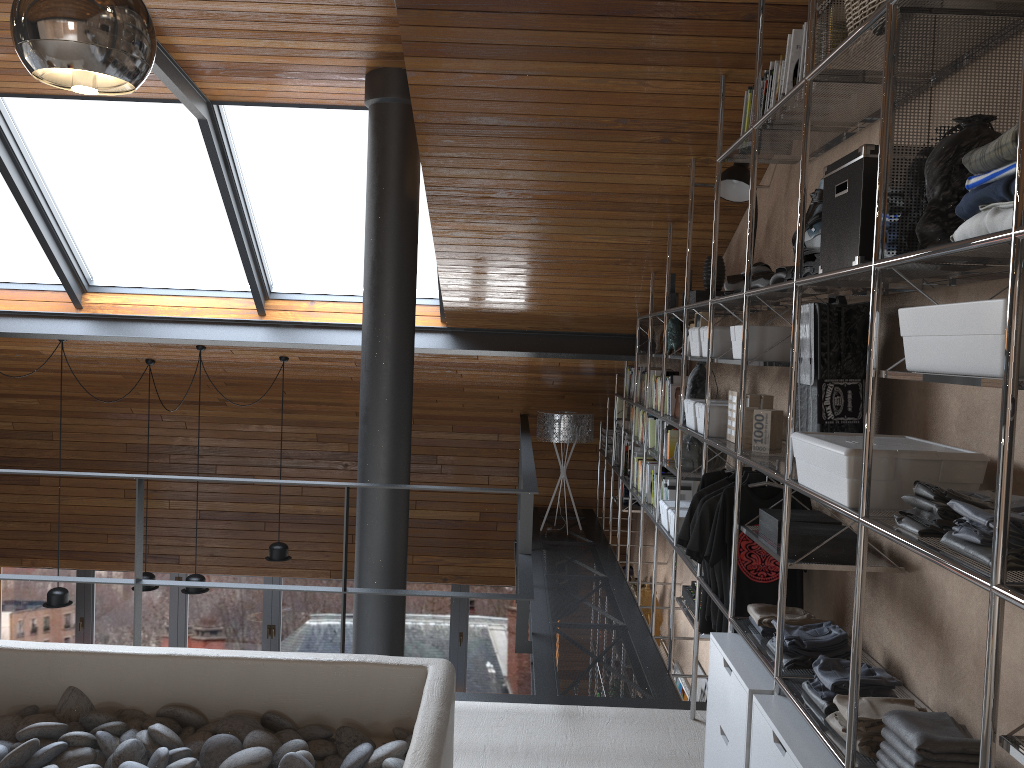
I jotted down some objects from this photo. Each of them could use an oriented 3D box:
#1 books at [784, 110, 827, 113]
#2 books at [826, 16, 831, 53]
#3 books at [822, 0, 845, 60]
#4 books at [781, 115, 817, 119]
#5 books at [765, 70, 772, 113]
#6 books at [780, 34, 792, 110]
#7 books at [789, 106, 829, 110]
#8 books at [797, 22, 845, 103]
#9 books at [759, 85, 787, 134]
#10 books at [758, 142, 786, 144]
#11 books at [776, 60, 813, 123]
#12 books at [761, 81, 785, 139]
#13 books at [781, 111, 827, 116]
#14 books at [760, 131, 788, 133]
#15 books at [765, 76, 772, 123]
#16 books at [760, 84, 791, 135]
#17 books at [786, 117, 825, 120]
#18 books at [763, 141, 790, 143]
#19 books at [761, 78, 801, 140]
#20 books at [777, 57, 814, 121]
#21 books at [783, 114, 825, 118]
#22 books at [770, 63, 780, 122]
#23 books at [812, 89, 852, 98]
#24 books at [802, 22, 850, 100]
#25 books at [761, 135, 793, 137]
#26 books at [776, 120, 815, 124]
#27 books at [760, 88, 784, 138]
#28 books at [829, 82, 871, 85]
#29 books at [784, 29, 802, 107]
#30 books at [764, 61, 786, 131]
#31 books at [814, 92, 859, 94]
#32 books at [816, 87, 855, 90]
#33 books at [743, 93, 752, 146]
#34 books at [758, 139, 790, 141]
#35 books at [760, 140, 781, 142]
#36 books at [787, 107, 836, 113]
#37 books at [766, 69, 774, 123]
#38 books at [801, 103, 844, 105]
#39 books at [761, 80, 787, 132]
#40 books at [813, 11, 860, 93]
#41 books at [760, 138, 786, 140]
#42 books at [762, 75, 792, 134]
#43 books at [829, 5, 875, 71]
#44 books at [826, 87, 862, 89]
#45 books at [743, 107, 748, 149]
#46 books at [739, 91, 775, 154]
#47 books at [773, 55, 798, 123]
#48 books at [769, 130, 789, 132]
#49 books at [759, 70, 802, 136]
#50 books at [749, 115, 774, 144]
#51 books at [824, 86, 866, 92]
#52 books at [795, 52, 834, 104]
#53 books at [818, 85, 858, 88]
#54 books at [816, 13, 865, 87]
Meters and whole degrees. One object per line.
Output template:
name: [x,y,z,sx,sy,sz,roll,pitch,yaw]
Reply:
books: [0.979,-1.001,2.917,0.149,0.202,0.067,2,2,0]
books: [0.974,-0.969,2.559,0.131,0.181,0.014,2,2,0]
books: [0.967,-0.995,2.570,0.129,0.231,0.010,2,2,0]
books: [0.973,-1.005,2.966,0.117,0.218,0.073,2,2,0]
books: [0.955,-1.002,3.131,0.111,0.194,0.059,2,2,0]
books: [0.962,-1.015,2.897,0.148,0.229,0.073,2,2,0]
books: [0.989,-1.000,2.879,0.170,0.214,0.065,2,2,1]
books: [0.977,-1.003,2.771,0.148,0.233,0.053,2,2,0]
books: [0.957,-0.995,3.198,0.112,0.173,0.054,2,2,0]
books: [0.986,-1.025,3.336,0.129,0.226,0.069,2,2,0]
books: [0.975,-0.996,3.024,0.126,0.194,0.064,2,2,0]
books: [0.969,-1.009,3.267,0.127,0.197,0.063,2,2,0]
books: [0.981,-1.001,2.933,0.155,0.212,0.073,2,2,0]
books: [0.956,-0.994,3.181,0.112,0.174,0.054,2,2,0]
books: [0.957,-0.992,3.126,0.112,0.173,0.054,2,2,0]
books: [0.963,-0.998,3.207,0.117,0.180,0.059,2,2,0]
books: [0.993,-1.027,2.976,0.143,0.264,0.088,2,2,0]
books: [0.989,-1.013,3.329,0.130,0.201,0.063,2,2,0]
books: [0.997,-1.018,3.285,0.177,0.214,0.064,2,2,0]
books: [0.973,-0.999,3.006,0.123,0.201,0.071,2,2,0]
books: [0.985,-0.994,2.955,0.137,0.197,0.063,2,2,0]
books: [0.973,-1.004,3.079,0.131,0.202,0.068,2,2,0]
books: [0.979,-0.985,2.722,0.143,0.199,0.054,2,2,0]
books: [0.982,-1.003,2.749,0.148,0.234,0.033,2,2,0]
books: [0.973,-1.010,3.237,0.125,0.204,0.072,2,2,0]
books: [0.985,-1.009,3.048,0.137,0.213,0.068,2,2,0]
books: [0.963,-0.995,3.258,0.119,0.169,0.058,2,2,0]
books: [0.986,-1.013,2.585,0.143,0.268,0.020,2,2,0]
books: [0.962,-1.013,2.851,0.148,0.229,0.073,2,2,0]
books: [0.963,-1.018,3.140,0.122,0.227,0.076,2,2,0]
books: [0.991,-0.987,2.688,0.148,0.206,0.014,2,2,0]
books: [0.980,-0.970,2.650,0.128,0.176,0.009,2,2,0]
books: [0.989,-1.026,3.463,0.149,0.202,0.067,2,2,0]
books: [0.980,-1.010,3.300,0.139,0.199,0.074,2,2,0]
books: [0.973,-1.011,3.319,0.127,0.197,0.063,2,2,0]
books: [0.988,-1.000,2.889,0.164,0.214,0.066,2,2,1]
books: [0.971,-1.001,3.109,0.138,0.189,0.065,2,2,0]
books: [0.993,-1.010,2.812,0.148,0.229,0.073,2,2,0]
books: [0.953,-0.992,3.171,0.111,0.171,0.056,2,2,0]
books: [0.987,-1.000,2.674,0.148,0.234,0.013,2,2,0]
books: [0.962,-1.010,3.278,0.127,0.197,0.063,2,2,0]
books: [0.962,-1.005,3.186,0.111,0.194,0.059,2,2,0]
books: [0.977,-0.979,2.542,0.129,0.203,0.021,2,2,0]
books: [0.985,-0.997,2.638,0.129,0.231,0.010,2,2,0]
books: [0.982,-1.015,3.478,0.131,0.178,0.057,2,2,0]
books: [0.985,-1.034,3.513,0.148,0.229,0.073,2,2,0]
books: [0.973,-1.008,3.035,0.133,0.215,0.070,2,2,1]
books: [0.962,-0.993,3.161,0.112,0.173,0.054,2,2,0]
books: [0.984,-1.017,3.215,0.161,0.220,0.074,2,2,0]
books: [0.983,-1.031,3.351,0.143,0.233,0.081,2,2,0]
books: [0.997,-0.989,2.661,0.136,0.213,0.014,2,2,0]
books: [0.975,-0.985,2.811,0.131,0.178,0.057,2,2,0]
books: [0.969,-0.984,2.629,0.130,0.208,0.010,2,2,0]
books: [0.976,-0.984,2.616,0.148,0.206,0.018,2,2,0]
